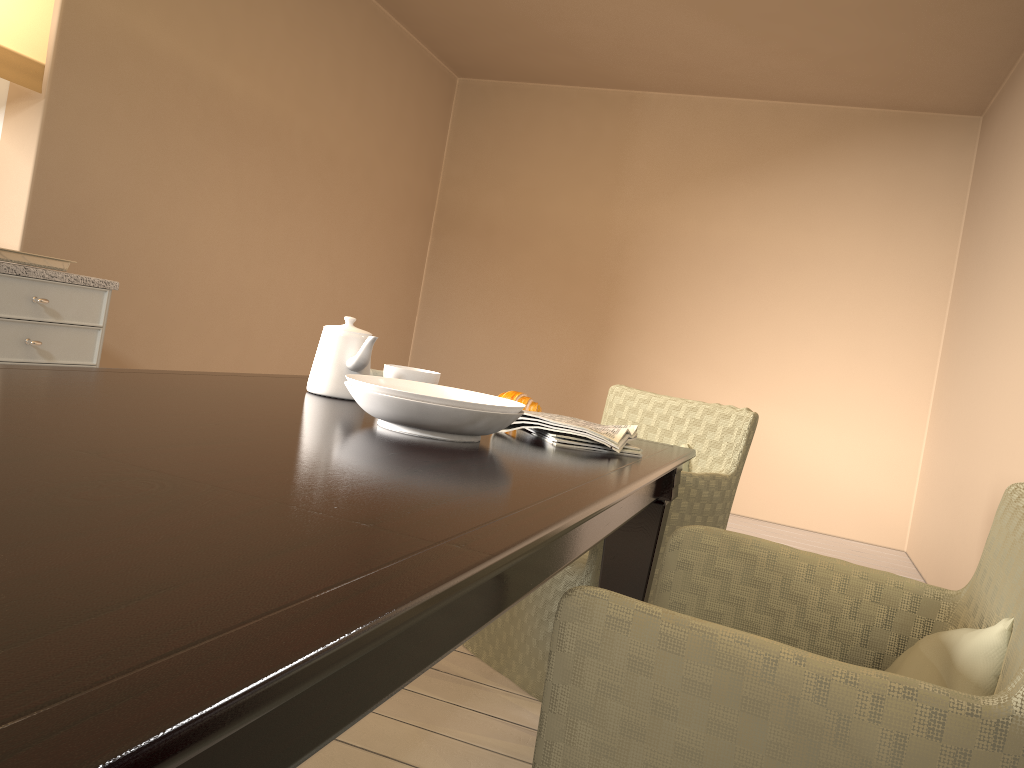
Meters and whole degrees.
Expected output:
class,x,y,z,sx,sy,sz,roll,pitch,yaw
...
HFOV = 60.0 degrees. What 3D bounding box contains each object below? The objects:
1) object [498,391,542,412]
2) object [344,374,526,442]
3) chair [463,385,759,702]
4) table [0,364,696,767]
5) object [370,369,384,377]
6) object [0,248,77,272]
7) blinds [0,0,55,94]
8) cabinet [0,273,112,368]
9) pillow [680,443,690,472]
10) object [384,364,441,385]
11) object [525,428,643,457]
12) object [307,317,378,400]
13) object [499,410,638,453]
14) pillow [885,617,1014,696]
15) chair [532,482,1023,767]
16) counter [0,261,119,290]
class,x,y,z,sx,sy,sz,roll,pitch,yaw
object,0.010,0.042,1.931,0.138,0.051,0.062,12,2,37
object,-0.123,0.042,1.379,0.282,0.066,0.281,10,2,12
chair,0.218,0.398,2.334,0.560,0.801,0.565,9,1,-36
table,-0.394,0.372,1.110,0.920,0.653,1.989,10,2,18
object,-0.333,-0.023,2.040,0.204,0.063,0.197,9,2,-20
object,-1.454,-0.363,2.392,0.275,0.034,0.446,11,3,18
blinds,-2.091,-1.394,1.333,0.022,0.782,3.545,10,2,18
cabinet,-2.281,-0.004,0.812,0.848,0.771,4.217,10,3,18
pillow,0.332,0.283,2.391,0.317,0.295,0.247,11,2,31
object,-0.214,0.002,1.823,0.125,0.069,0.116,10,2,11
object,0.120,0.098,1.641,0.164,0.026,0.232,9,3,-17
object,-0.320,-0.052,1.709,0.198,0.156,0.118,11,1,24
object,0.100,0.081,1.613,0.233,0.051,0.164,11,2,18
pillow,0.434,0.363,1.002,0.192,0.294,0.440,10,2,17
chair,0.321,0.473,1.056,0.563,0.801,0.562,10,1,24
counter,-2.156,-0.398,0.794,0.653,0.068,4.234,11,3,18
